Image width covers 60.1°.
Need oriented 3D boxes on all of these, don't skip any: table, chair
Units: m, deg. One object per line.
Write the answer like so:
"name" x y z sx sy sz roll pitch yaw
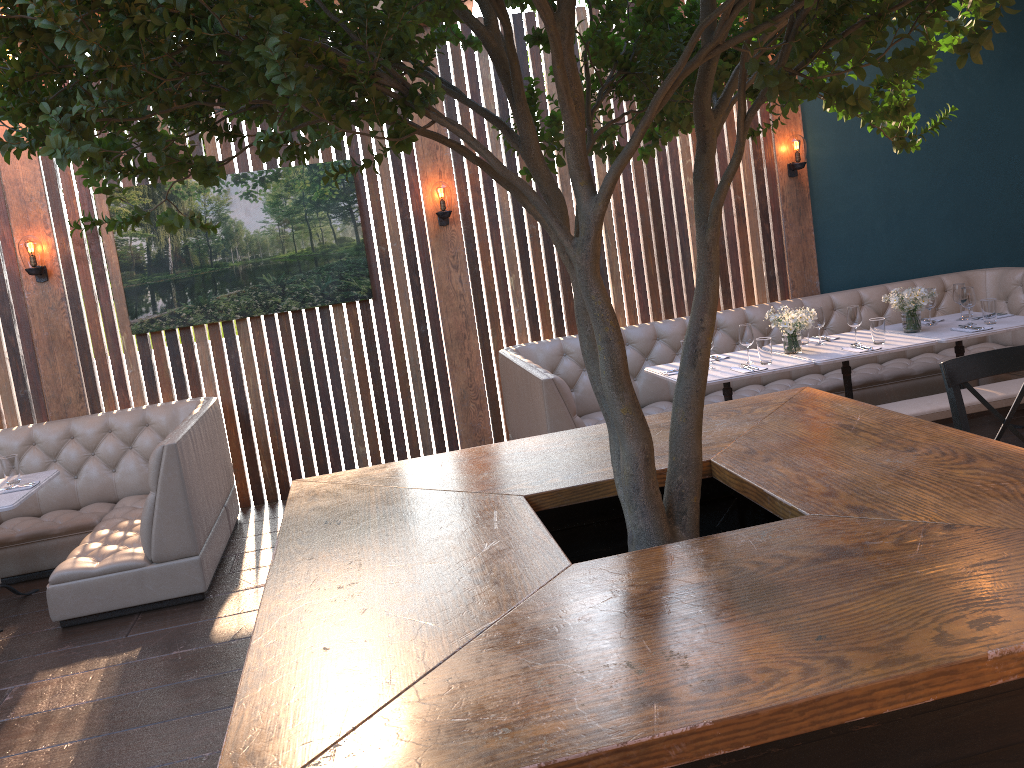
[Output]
"table" 2.963 -0.064 5.828 0.800 0.667 0.804 -10 8 -10
"table" 2.168 0.073 5.693 0.800 0.667 0.804 -9 8 -9
"table" -2.941 0.952 4.826 0.800 0.667 0.804 -10 8 -10
"chair" 1.822 0.408 2.981 0.478 1.013 0.543 -9 7 -9
"table" 1.373 0.209 5.558 0.800 0.667 0.804 -10 8 -10

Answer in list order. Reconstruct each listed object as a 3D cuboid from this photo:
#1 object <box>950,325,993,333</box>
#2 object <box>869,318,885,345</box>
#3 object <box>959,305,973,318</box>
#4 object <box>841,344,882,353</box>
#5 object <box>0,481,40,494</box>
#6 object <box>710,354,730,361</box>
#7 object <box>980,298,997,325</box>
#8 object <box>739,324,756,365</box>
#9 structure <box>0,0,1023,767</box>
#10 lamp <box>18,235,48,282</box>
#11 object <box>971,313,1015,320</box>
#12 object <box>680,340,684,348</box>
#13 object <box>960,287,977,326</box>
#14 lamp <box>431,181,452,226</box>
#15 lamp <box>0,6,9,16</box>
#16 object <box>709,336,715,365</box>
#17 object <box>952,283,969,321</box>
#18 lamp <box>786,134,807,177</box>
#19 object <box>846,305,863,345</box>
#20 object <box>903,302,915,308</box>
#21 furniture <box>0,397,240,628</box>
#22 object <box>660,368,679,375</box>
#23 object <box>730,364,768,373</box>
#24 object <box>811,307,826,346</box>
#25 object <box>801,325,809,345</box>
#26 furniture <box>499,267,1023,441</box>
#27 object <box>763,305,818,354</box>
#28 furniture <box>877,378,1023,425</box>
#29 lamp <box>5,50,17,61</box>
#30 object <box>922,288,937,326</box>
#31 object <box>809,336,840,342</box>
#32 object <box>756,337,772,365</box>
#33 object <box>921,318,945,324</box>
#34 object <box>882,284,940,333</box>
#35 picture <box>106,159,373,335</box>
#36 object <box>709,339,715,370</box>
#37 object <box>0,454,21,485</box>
"object" 2.862 -0.352 5.543 0.158 0.019 0.257 -10 10 -9
"object" 2.265 -0.326 5.475 0.092 0.157 0.092 -11 7 -23
"object" 3.074 -0.529 5.990 0.092 0.157 0.092 -11 7 -23
"object" 2.123 -0.224 5.409 0.158 0.019 0.257 -10 10 -9
"object" -2.737 0.569 4.843 0.255 0.019 0.158 -10 10 -9
"object" 1.325 -0.175 5.791 0.158 0.019 0.257 -10 10 -9
"object" 3.028 -0.458 5.612 0.092 0.157 0.092 -11 7 -23
"object" 1.443 -0.244 5.428 0.092 0.243 0.093 -3 8 38
"structure" 0.199 -0.547 1.978 2.851 3.670 2.736 -8 7 -1
"lamp" -3.172 -0.830 5.868 0.146 0.318 0.179 -9 7 -9
"object" 3.160 -0.447 5.849 0.255 0.019 0.158 -10 10 -9
"object" 1.143 -0.206 5.711 0.092 0.157 0.092 -11 7 -23
"object" 2.928 -0.498 5.671 0.092 0.243 0.093 -4 8 33
"lamp" -0.498 -1.290 6.322 0.146 0.318 0.179 -9 7 -9
"lamp" -1.775 -1.311 3.108 0.056 0.119 0.056 -11 7 -22
"object" 1.240 -0.247 5.620 0.092 0.243 0.093 -3 8 38
"object" 2.994 -0.547 5.907 0.092 0.243 0.093 -4 8 33
"lamp" 2.179 -1.751 6.776 0.146 0.318 0.179 -9 7 -9
"object" 2.154 -0.367 5.556 0.092 0.243 0.093 -3 8 38
"object" 2.674 -0.468 5.963 0.092 0.157 0.092 -11 7 -23
"furniture" -3.816 0.941 5.063 4.164 0.853 1.721 -10 9 -9
"object" 1.063 -0.091 5.521 0.255 0.019 0.158 -10 10 -9
"object" 1.403 -0.099 5.283 0.158 0.019 0.257 -10 10 -9
"object" 1.988 -0.375 5.738 0.092 0.243 0.093 -3 8 38
"object" 1.917 -0.339 5.843 0.092 0.157 0.092 -11 7 -23
"furniture" 2.075 -0.073 6.063 4.164 0.853 1.721 -10 9 -9
"object" 1.774 -0.351 5.584 0.328 0.307 0.339 -3 9 33
"furniture" 2.321 0.302 5.033 2.332 0.396 0.315 -10 7 -9
"lamp" -2.146 -1.414 3.773 0.057 0.119 0.056 -14 9 -43
"object" 2.771 -0.510 5.874 0.092 0.243 0.093 -4 8 33
"object" 2.085 -0.305 5.921 0.158 0.019 0.257 -10 10 -9
"object" 1.529 -0.199 5.348 0.092 0.157 0.092 -11 7 -23
"object" 2.838 -0.434 6.043 0.158 0.019 0.257 -10 10 -9
"object" 2.581 -0.492 5.735 0.336 0.307 0.332 0 11 45
"picture" -1.868 -0.961 6.154 1.652 0.991 0.065 -10 6 -10
"object" 1.200 -0.212 5.447 0.092 0.243 0.093 -3 8 38
"object" -2.823 0.485 4.988 0.092 0.157 0.092 -11 7 -23
